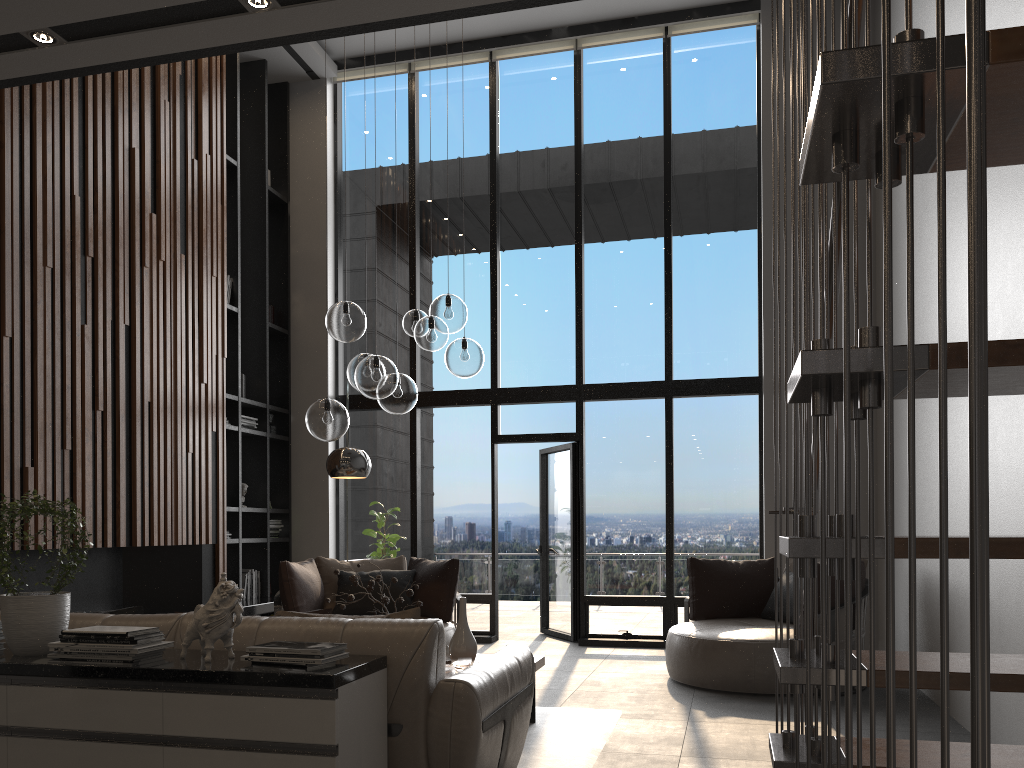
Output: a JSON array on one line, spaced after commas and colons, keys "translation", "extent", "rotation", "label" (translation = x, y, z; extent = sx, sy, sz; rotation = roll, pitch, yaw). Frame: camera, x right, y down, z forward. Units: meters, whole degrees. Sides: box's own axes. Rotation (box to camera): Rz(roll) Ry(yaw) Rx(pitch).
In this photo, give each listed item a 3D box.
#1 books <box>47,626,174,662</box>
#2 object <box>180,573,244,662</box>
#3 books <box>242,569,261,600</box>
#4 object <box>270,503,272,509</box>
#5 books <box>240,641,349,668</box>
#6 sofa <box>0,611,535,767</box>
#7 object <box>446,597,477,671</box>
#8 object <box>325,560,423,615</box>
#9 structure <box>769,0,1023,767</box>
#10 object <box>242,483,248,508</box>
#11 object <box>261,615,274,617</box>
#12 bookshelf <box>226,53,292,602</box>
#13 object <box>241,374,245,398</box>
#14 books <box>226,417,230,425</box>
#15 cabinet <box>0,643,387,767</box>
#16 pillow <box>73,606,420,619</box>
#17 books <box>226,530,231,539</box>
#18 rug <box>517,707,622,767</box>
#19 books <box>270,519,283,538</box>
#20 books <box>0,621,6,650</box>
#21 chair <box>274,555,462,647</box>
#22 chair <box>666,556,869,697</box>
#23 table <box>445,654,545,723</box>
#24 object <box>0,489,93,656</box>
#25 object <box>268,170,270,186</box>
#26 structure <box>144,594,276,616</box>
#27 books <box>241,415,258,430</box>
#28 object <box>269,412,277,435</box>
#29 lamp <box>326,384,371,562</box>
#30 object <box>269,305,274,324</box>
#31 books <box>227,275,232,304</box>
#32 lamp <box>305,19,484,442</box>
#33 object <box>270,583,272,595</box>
[{"translation": [-1.345, 0.871, 2.938], "extent": [0.348, 0.099, 0.196], "rotation": [-2, -8, 14], "label": "books"}, {"translation": [-0.985, 0.763, 2.873], "extent": [0.208, 0.289, 0.136], "rotation": [-2, -3, 33], "label": "object"}, {"translation": [-2.589, 1.932, 8.458], "extent": [0.174, 0.285, 0.336], "rotation": [-1, -5, 14], "label": "books"}, {"translation": [-2.534, 1.131, 8.870], "extent": [0.131, 0.279, 0.254], "rotation": [-1, -4, 6], "label": "object"}, {"translation": [-0.685, 0.860, 2.792], "extent": [0.294, 0.054, 0.185], "rotation": [-3, -9, 18], "label": "books"}, {"translation": [-1.470, 1.406, 4.158], "extent": [3.246, 0.813, 1.896], "rotation": [-3, -8, 14], "label": "sofa"}, {"translation": [-0.347, 1.361, 4.778], "extent": [0.317, 0.396, 0.321], "rotation": [-3, -5, 33], "label": "object"}, {"translation": [-0.802, 1.308, 5.044], "extent": [0.542, 0.600, 0.319], "rotation": [1, -2, -15], "label": "object"}, {"translation": [0.809, -1.741, 0.533], "extent": [1.179, 6.020, 3.618], "rotation": [0, -3, 14], "label": "structure"}, {"translation": [-2.612, 1.070, 8.393], "extent": [0.138, 0.243, 0.137], "rotation": [1, -3, -35], "label": "object"}, {"translation": [-2.617, 2.127, 7.002], "extent": [0.436, 0.386, 4.082], "rotation": [-2, -9, 15], "label": "object"}, {"translation": [-2.630, -0.585, 8.390], "extent": [0.338, 5.292, 1.462], "rotation": [0, -1, 14], "label": "bookshelf"}, {"translation": [-2.620, 0.040, 8.400], "extent": [0.104, 0.258, 0.104], "rotation": [0, -1, -6], "label": "object"}, {"translation": [-2.737, 0.334, 7.934], "extent": [0.327, 0.071, 0.177], "rotation": [-2, -8, 13], "label": "books"}, {"translation": [-2.930, -0.424, 0.364], "extent": [3.622, 3.219, 6.268], "rotation": [-2, -8, 14], "label": "cabinet"}, {"translation": [-1.221, 1.132, 3.599], "extent": [1.942, 0.497, 0.547], "rotation": [-2, -6, 13], "label": "pillow"}, {"translation": [-2.712, 1.363, 7.912], "extent": [0.219, 0.077, 0.326], "rotation": [-2, -9, 13], "label": "books"}, {"translation": [-0.613, 1.924, 4.869], "extent": [2.299, 0.019, 1.626], "rotation": [-3, -10, 14], "label": "rug"}, {"translation": [-2.501, 1.461, 8.851], "extent": [0.218, 0.189, 0.377], "rotation": [-2, -8, 14], "label": "books"}, {"translation": [-1.979, 0.896, 3.100], "extent": [0.325, 0.098, 0.207], "rotation": [-2, -8, 14], "label": "books"}, {"translation": [-1.126, 1.822, 6.920], "extent": [1.489, 0.894, 1.453], "rotation": [-6, -9, 40], "label": "chair"}, {"translation": [1.881, 1.729, 6.454], "extent": [1.448, 0.894, 1.493], "rotation": [-4, -8, 30], "label": "chair"}, {"translation": [-0.614, 1.774, 5.001], "extent": [1.453, 0.353, 0.907], "rotation": [-3, -8, 14], "label": "table"}, {"translation": [-1.647, 0.649, 3.030], "extent": [0.385, 0.573, 0.217], "rotation": [0, -1, -5], "label": "object"}, {"translation": [-2.527, -2.052, 8.882], "extent": [0.083, 0.259, 0.135], "rotation": [-1, -2, 24], "label": "object"}, {"translation": [-3.074, 1.882, 5.889], "extent": [0.667, 0.454, 6.604], "rotation": [-2, -9, 14], "label": "structure"}, {"translation": [-2.611, 0.383, 8.405], "extent": [0.219, 0.127, 0.326], "rotation": [-2, -8, 13], "label": "books"}, {"translation": [-2.454, 0.407, 8.867], "extent": [0.059, 0.232, 0.190], "rotation": [-1, -4, 17], "label": "object"}, {"translation": [-1.312, 1.143, 7.125], "extent": [0.320, 2.320, 2.051], "rotation": [0, -4, -10], "label": "lamp"}, {"translation": [-2.484, -0.677, 8.942], "extent": [0.102, 0.229, 0.102], "rotation": [0, -2, -1], "label": "object"}, {"translation": [-2.718, -0.869, 7.951], "extent": [0.186, 0.297, 0.371], "rotation": [-1, -6, 14], "label": "books"}, {"translation": [-0.666, -2.137, 5.018], "extent": [1.232, 4.975, 1.233], "rotation": [0, -1, 11], "label": "lamp"}, {"translation": [-2.465, 2.000, 8.817], "extent": [0.082, 0.265, 0.082], "rotation": [-1, -1, 35], "label": "object"}]
